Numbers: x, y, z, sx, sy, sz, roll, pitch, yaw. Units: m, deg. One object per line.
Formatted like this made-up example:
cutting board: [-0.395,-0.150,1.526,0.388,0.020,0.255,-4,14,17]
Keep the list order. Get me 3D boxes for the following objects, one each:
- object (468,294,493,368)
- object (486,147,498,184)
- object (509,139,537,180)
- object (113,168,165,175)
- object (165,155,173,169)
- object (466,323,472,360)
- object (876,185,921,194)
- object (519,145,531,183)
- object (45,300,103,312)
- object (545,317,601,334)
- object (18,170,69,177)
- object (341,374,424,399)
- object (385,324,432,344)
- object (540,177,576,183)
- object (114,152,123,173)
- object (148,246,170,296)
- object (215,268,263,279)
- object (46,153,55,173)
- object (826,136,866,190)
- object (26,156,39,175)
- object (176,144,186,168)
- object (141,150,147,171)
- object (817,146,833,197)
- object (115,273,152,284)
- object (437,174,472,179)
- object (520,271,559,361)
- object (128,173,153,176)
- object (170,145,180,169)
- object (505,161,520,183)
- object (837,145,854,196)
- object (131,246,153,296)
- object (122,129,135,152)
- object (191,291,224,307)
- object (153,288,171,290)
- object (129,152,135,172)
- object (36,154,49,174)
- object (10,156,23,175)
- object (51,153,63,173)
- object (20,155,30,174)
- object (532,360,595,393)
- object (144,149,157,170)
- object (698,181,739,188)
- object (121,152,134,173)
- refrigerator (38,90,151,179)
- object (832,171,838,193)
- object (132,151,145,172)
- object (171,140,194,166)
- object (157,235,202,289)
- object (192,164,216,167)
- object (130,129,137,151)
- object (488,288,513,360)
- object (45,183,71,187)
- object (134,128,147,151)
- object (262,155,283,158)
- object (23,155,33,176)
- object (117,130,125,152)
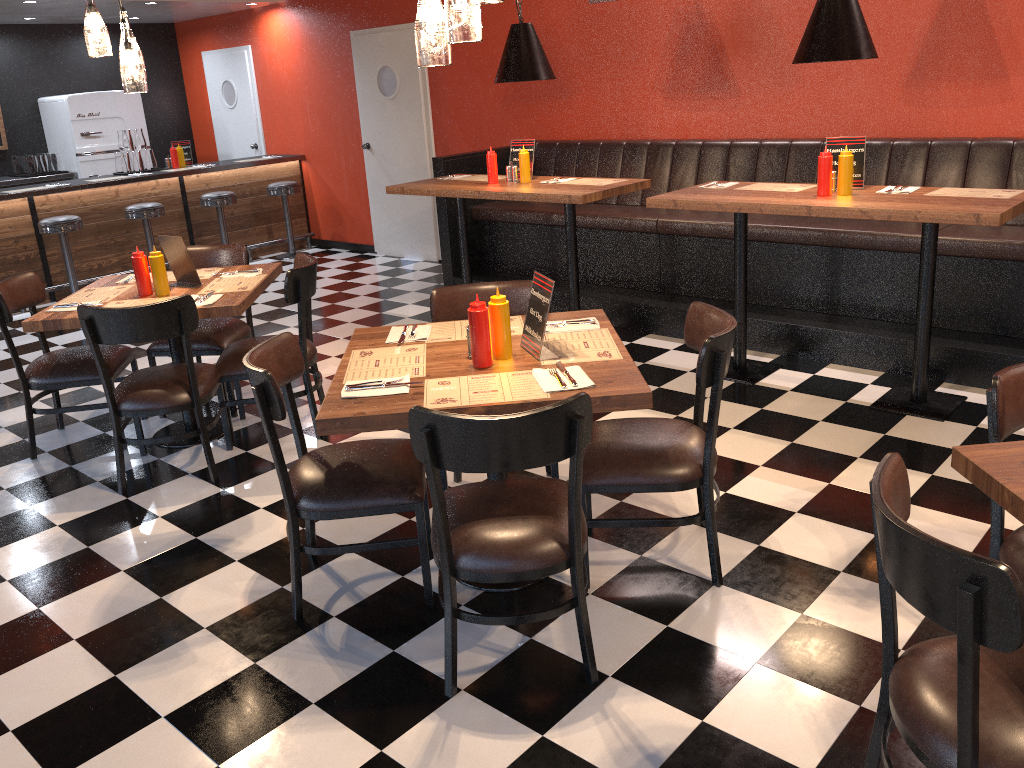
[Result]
object: [-0.103,-0.173,2.835,0.068,0.235,0.068,-19,22,-39]
object: [-0.129,-1.417,5.739,0.068,0.235,0.068,1,18,17]
object: [0.063,-1.484,5.861,0.189,0.254,0.073,8,21,33]
object: [-3.702,-2.109,8.790,0.274,0.018,0.440,13,25,40]
object: [-3.466,-2.245,8.960,0.047,0.134,0.094,9,22,36]
object: [-0.128,-0.159,2.959,0.046,0.134,0.095,-3,18,3]
object: [1.871,-0.945,4.303,0.158,0.019,0.257,11,24,37]
object: [0.080,-1.406,5.664,0.068,0.235,0.068,1,18,17]
object: [-2.011,-0.366,4.116,0.255,0.019,0.159,-3,19,2]
object: [0.192,-0.217,3.233,0.255,0.019,0.159,-4,19,0]
object: [-4.947,-2.222,9.372,0.274,0.018,0.440,13,25,40]
object: [-0.396,0.002,2.724,0.255,0.019,0.159,-5,19,-2]
object: [-0.380,-0.184,3.257,0.157,0.019,0.258,-4,19,1]
object: [0.283,-1.299,5.646,0.158,0.019,0.257,11,24,37]
object: [-3.847,-2.170,8.706,0.105,0.206,0.107,-5,17,-2]
object: [-1.682,-0.540,4.216,0.068,0.235,0.068,-15,20,-30]
object: [-1.428,-0.575,4.597,0.255,0.019,0.159,-7,19,-7]
object: [-4.902,-2.352,9.448,0.105,0.206,0.107,-5,17,-2]
object: [1.674,-1.110,4.456,0.188,0.254,0.073,3,19,22]
object: [-4.980,-2.262,9.208,0.105,0.206,0.107,-5,17,-2]
object: [-3.359,-2.313,8.977,0.068,0.235,0.069,0,18,12]
object: [-3.681,-2.236,8.861,0.105,0.206,0.107,-5,17,-2]
object: [1.517,-1.032,4.294,0.068,0.235,0.068,-12,19,-25]
object: [-1.983,-0.559,4.664,0.157,0.019,0.258,-4,19,1]
object: [-0.422,-1.470,6.281,0.158,0.019,0.257,11,24,37]
object: [0.083,-0.228,2.927,0.072,0.254,0.190,-9,18,-16]
object: [-3.574,-2.016,8.497,0.256,0.019,0.159,11,24,37]
object: [-3.388,-2.282,8.893,0.068,0.235,0.068,-9,18,-15]
object: [0.000,-1.379,5.758,0.094,0.134,0.047,8,21,33]
object: [1.608,-1.031,4.271,0.068,0.235,0.068,-17,21,-36]
object: [-1.773,-0.542,4.238,0.068,0.235,0.068,-5,17,-4]
object: [-3.735,-2.366,8.617,0.105,0.206,0.107,-5,17,-2]
object: [-1.424,-0.394,4.074,0.157,0.019,0.258,-4,19,-1]
object: [-1.724,-0.524,4.335,0.094,0.134,0.047,7,21,32]
object: [-3.760,-2.202,8.778,0.105,0.206,0.107,-5,17,-2]
object: [-4.936,-2.306,9.323,0.105,0.206,0.107,-5,17,-2]
object: [-5.298,-2.333,9.477,0.105,0.206,0.107,-5,17,-2]
object: [-4.812,-2.333,9.378,0.105,0.206,0.107,-5,17,-2]
object: [-5.177,-2.333,9.451,0.105,0.206,0.107,-5,17,-2]
object: [0.149,-0.028,2.701,0.157,0.019,0.258,-7,19,-8]
object: [-3.587,-2.219,8.792,0.105,0.206,0.107,-5,17,-2]
object: [1.139,-1.108,4.921,0.158,0.019,0.257,11,24,37]
object: [-3.755,-2.155,8.642,0.105,0.206,0.107,-5,17,-2]
refrigerator: [-4.540,-2.329,9.916,0.853,1.781,0.809,12,23,41]
object: [1.566,-1.015,4.390,0.094,0.134,0.047,7,21,32]
object: [-3.675,-2.185,8.711,0.105,0.206,0.107,-5,17,-2]
object: [-3.392,-2.367,9.108,0.188,0.254,0.073,-8,18,-11]
object: [-1.644,-0.611,4.383,0.189,0.254,0.073,7,21,32]
object: [-3.138,-2.219,8.992,0.256,0.019,0.159,11,24,36]
object: [-3.735,-2.416,8.761,0.105,0.206,0.107,-5,17,-2]
object: [-0.039,-0.199,2.899,0.068,0.235,0.068,-19,22,-39]
object: [-4.085,-1.792,7.958,0.256,0.019,0.159,14,26,41]
object: [-3.648,-2.398,8.692,0.105,0.206,0.107,-5,17,-2]
object: [-2.595,-2.455,9.557,0.158,0.019,0.257,-18,23,-34]
object: [-5.052,-2.285,9.287,0.105,0.206,0.107,-5,17,-2]
object: [-3.806,-2.381,8.674,0.105,0.206,0.107,-5,17,-2]
